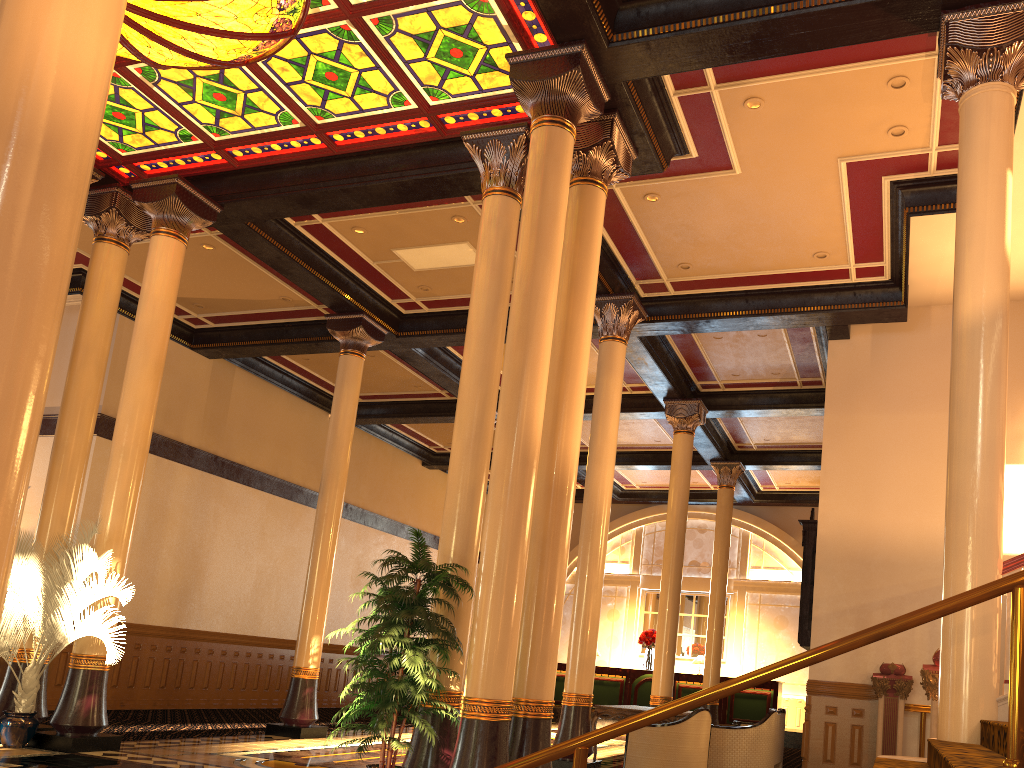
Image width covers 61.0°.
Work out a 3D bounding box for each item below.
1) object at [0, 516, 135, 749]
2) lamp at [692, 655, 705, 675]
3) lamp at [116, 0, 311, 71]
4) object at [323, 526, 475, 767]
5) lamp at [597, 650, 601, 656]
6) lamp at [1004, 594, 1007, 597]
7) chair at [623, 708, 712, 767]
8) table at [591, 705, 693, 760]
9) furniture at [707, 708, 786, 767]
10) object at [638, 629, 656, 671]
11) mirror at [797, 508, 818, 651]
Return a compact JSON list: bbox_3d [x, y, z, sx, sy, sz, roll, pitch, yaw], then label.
[{"bbox_3d":[-4.322,2.335,8.256,1.768,2.214,2.201,-1,-15,26],"label":"object"},{"bbox_3d":[4.363,6.523,20.166,0.439,0.432,0.421,11,-15,-21],"label":"lamp"},{"bbox_3d":[-2.998,-3.051,6.151,2.915,0.587,3.182,-2,-19,20],"label":"lamp"},{"bbox_3d":[-0.865,2.165,6.610,1.018,2.095,1.129,4,-11,12],"label":"object"},{"bbox_3d":[1.959,6.610,21.079,0.439,0.432,0.421,11,-15,-21],"label":"lamp"},{"bbox_3d":[3.615,2.416,5.952,0.577,1.960,0.600,5,-10,5],"label":"lamp"},{"bbox_3d":[1.782,4.022,9.639,0.746,0.889,1.016,-6,-18,42],"label":"chair"},{"bbox_3d":[1.771,4.588,11.216,1.075,0.752,1.736,-1,-18,23],"label":"table"},{"bbox_3d":[3.081,4.677,11.334,0.784,0.919,2.302,0,-18,24],"label":"furniture"},{"bbox_3d":[2.049,-0.134,6.522,0.664,4.171,31.171,5,-18,7],"label":"object"},{"bbox_3d":[4.175,2.711,12.142,0.248,1.935,1.885,2,-14,24],"label":"mirror"}]
